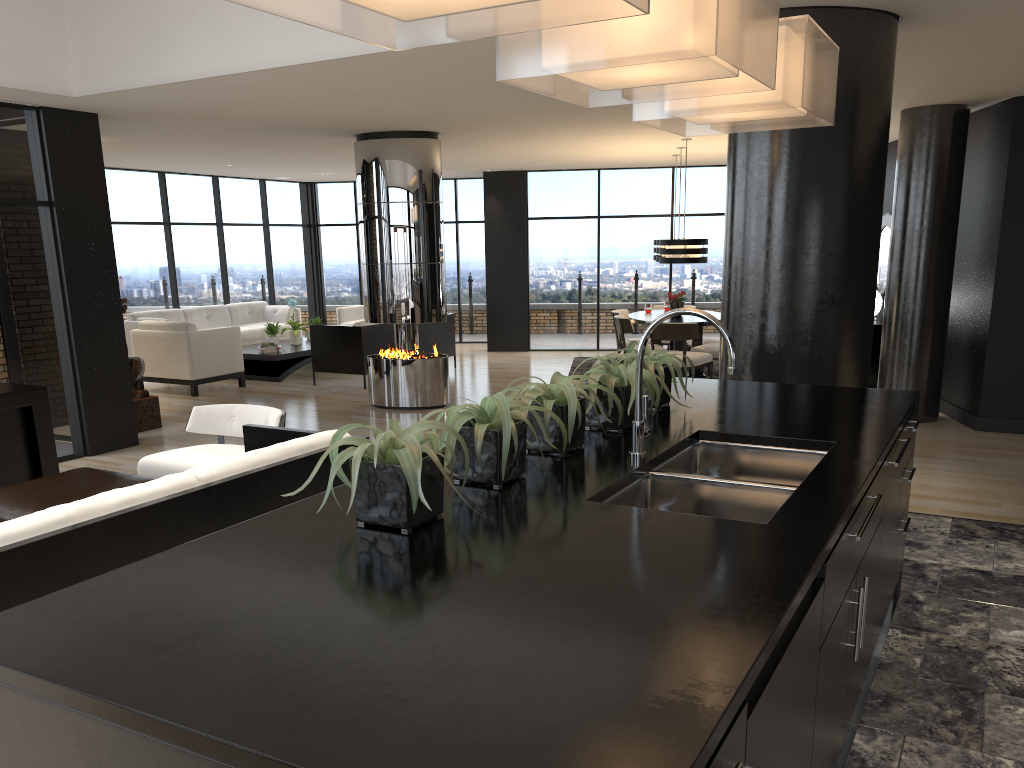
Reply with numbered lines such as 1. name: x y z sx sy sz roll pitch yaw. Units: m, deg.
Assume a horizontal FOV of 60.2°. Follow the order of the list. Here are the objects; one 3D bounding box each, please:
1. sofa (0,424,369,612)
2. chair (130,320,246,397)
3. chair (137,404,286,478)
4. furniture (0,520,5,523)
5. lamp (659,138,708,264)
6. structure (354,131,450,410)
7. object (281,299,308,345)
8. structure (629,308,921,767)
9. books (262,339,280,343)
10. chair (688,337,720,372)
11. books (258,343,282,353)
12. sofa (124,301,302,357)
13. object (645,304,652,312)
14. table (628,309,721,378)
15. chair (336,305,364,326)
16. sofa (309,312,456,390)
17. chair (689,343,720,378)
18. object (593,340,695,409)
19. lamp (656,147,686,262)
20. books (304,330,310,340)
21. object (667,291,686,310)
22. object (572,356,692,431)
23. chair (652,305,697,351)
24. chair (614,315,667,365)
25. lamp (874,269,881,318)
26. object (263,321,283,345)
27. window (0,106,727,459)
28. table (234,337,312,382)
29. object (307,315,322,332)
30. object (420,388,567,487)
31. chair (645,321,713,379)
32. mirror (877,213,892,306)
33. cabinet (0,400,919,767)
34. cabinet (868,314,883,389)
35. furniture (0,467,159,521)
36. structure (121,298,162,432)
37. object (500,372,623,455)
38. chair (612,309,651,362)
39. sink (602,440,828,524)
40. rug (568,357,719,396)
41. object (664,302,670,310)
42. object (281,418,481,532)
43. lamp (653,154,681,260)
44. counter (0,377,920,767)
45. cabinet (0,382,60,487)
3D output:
1. sofa: -1.557 0.725 3.787 0.835 0.819 2.001 5 12 29
2. chair: -3.931 -0.363 10.755 0.997 0.873 0.841 5 13 28
3. chair: -1.805 0.517 5.552 0.802 0.689 0.673 5 13 28
4. furniture: -2.742 0.882 3.974 0.824 0.493 0.815 5 12 29
5. lamp: 1.918 -2.021 9.786 0.536 1.356 0.524 0 13 6
6. structure: -1.124 -1.129 9.141 0.891 2.799 0.575 3 14 16
7. object: -3.011 -0.865 12.271 0.352 0.644 0.366 -12 17 -40
8. structure: 0.601 0.321 2.321 0.653 1.038 2.734 6 12 28
9. books: -3.139 -0.557 11.485 0.184 0.027 0.152 2 10 20
10. chair: 2.646 -0.542 11.289 0.616 0.823 0.630 -3 12 -7
11. books: -3.155 -0.481 11.501 0.306 0.129 0.220 -5 11 -22
12. sofa: -4.302 -0.707 12.973 0.851 0.872 2.654 5 11 29
13. object: 1.769 -0.984 11.443 0.095 0.108 0.093 3 12 17
14. table: 2.049 -0.469 11.016 1.208 0.784 2.066 1 10 8
15. chair: -2.114 -0.899 13.930 0.997 0.873 0.841 5 13 28
16. sofa: -1.639 -0.501 11.533 0.835 0.819 2.001 5 12 29
17. chair: 2.516 -0.418 10.526 0.612 0.823 0.633 7 15 34
18. object: 0.532 -0.042 3.263 0.403 0.244 0.393 -9 13 -35
19. lamp: 2.023 -2.160 10.650 0.536 1.356 0.524 0 13 6
20. books: -2.937 -0.731 13.053 0.223 0.129 0.302 -2 10 -3
21. object: 2.024 -0.998 10.893 0.228 0.304 0.233 1 12 9
22. object: 0.313 0.015 2.928 0.394 0.244 0.402 -9 13 -35
23. chair: 2.152 -0.651 12.035 0.640 0.823 0.606 5 14 27
24. chair: 1.531 -0.411 10.594 0.616 0.823 0.630 -1 12 0
25. lamp: 4.107 -1.027 10.036 0.131 0.562 0.123 -9 16 -30
26. object: -3.241 -0.675 11.958 0.284 0.377 0.210 -3 13 -7
27. window: -1.929 -1.867 7.198 10.115 4.883 15.603 2 10 16
28. table: -3.043 -0.369 12.331 1.259 0.358 2.001 4 11 29
29. object: -2.822 -0.795 12.668 0.284 0.377 0.210 1 13 7
30. object: -0.099 0.130 2.251 0.403 0.244 0.393 -9 13 -35
31. chair: 1.843 -0.301 9.867 0.639 0.823 0.607 7 15 34
32. mirror: 4.401 -1.464 10.431 0.025 1.100 1.055 1 12 7
33. cabinet: 0.351 0.762 2.573 1.175 1.058 3.067 5 11 29
34. cabinet: 4.105 -0.420 10.480 0.610 0.781 2.195 0 10 7
35. furniture: -2.332 0.761 4.695 0.824 0.493 0.815 5 12 29
36. structure: -3.840 -0.354 8.306 0.728 1.627 0.508 6 15 28
37. object: 0.082 0.087 2.574 0.403 0.221 0.393 -8 13 -35
38. chair: 1.597 -0.545 11.430 0.615 0.823 0.630 3 13 16
39. sink: 0.574 0.334 2.389 0.459 0.163 0.908 4 11 29
40. rug: 2.077 -0.102 11.168 2.716 0.011 3.651 0 9 6
41. object: 2.071 -1.037 11.745 0.095 0.108 0.094 -7 13 -27
42. object: -0.235 0.199 1.900 0.394 0.221 0.402 -8 13 -35
43. lamp: 2.129 -2.299 11.515 0.536 1.356 0.524 0 13 6
44. counter: 0.341 0.231 2.442 1.175 0.032 3.067 4 10 29
45. cabinet: -4.283 0.585 5.189 0.618 0.755 2.993 6 11 29
